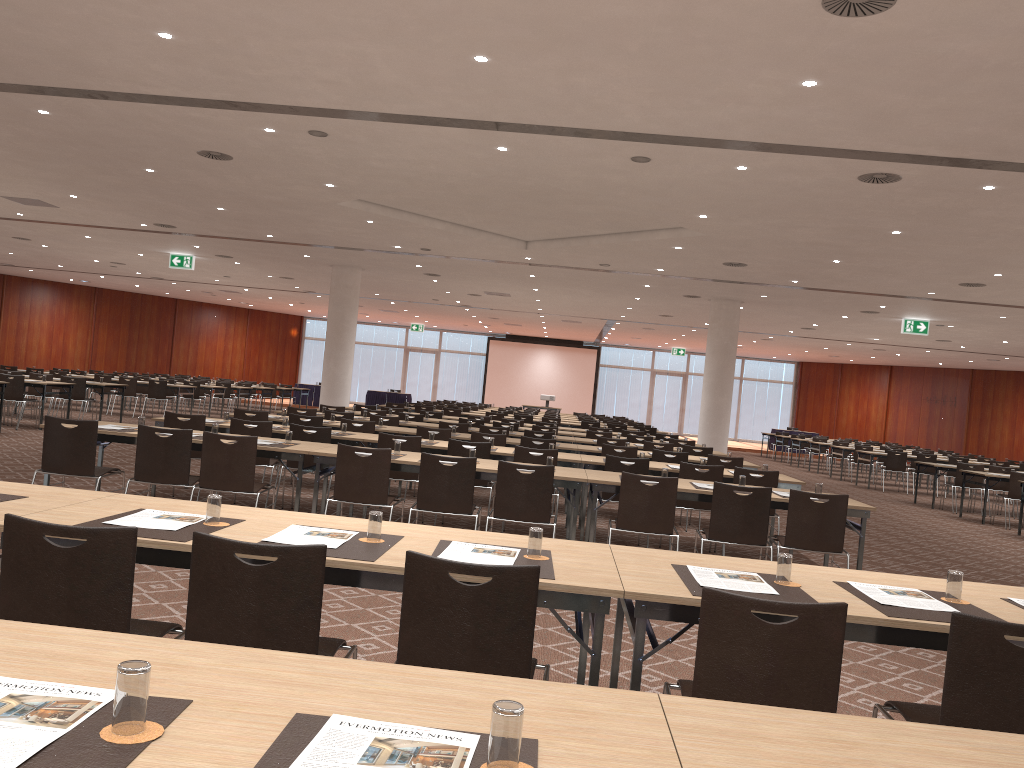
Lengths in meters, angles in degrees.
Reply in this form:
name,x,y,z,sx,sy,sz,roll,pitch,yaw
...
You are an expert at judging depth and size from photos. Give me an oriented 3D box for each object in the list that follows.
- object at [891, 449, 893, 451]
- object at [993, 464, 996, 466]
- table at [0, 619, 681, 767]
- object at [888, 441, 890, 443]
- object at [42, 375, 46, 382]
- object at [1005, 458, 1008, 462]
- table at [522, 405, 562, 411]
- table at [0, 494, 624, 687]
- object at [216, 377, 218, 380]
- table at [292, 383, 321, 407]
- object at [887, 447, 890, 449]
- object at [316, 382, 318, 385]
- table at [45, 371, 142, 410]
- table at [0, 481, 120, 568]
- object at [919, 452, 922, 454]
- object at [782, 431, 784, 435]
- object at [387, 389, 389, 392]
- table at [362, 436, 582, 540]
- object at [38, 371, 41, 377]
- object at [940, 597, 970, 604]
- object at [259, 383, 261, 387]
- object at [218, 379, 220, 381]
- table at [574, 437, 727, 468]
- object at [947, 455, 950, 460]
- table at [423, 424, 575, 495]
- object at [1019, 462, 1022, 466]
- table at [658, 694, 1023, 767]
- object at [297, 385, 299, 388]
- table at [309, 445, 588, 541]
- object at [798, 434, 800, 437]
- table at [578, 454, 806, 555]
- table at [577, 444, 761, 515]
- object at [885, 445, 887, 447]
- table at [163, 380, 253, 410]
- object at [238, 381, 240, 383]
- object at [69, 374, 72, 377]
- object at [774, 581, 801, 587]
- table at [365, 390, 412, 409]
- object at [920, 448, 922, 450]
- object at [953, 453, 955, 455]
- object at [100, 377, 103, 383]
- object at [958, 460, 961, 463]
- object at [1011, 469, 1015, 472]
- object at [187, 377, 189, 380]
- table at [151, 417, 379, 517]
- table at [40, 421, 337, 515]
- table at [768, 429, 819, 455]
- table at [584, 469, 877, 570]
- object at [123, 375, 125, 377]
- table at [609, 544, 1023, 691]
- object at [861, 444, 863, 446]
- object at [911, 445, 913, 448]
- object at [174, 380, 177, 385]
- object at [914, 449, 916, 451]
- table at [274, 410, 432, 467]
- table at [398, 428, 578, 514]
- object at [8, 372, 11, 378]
name,x,y,z,sx,sy,sz,roll,pitch,yaw
object,8.815,1.571,20.588,0.054,0.114,0.054,5,0,-31
object,9.272,1.590,17.054,0.054,0.114,0.054,5,0,-8
table,-0.864,1.000,1.588,2.267,0.833,0.953,5,0,3
object,12.908,2.027,30.379,0.054,0.114,0.054,5,0,-31
object,-8.450,-0.099,16.024,0.054,0.114,0.054,5,0,-8
object,12.482,1.931,22.382,0.054,0.114,0.054,5,0,37
table,1.125,1.293,34.311,1.539,0.832,0.953,5,0,3
table,-0.755,1.025,3.585,2.267,0.833,0.953,5,0,3
object,-10.522,-0.187,31.656,0.054,0.114,0.054,5,0,-31
table,-7.650,0.464,34.776,1.712,0.832,1.042,5,0,3
object,9.573,1.657,22.554,0.054,0.114,0.054,5,0,-31
object,-7.673,-0.023,34.866,0.054,0.114,0.054,5,0,14
table,-11.156,0.177,23.729,2.267,0.833,0.953,5,0,3
table,-3.011,0.811,3.709,2.267,0.833,0.953,5,0,3
object,9.459,1.632,20.550,0.054,0.114,0.054,5,0,-31
object,9.358,1.692,30.577,0.054,0.114,0.054,5,0,-8
object,-4.846,0.244,34.711,0.054,0.114,0.054,5,0,14
table,-0.425,1.098,9.620,2.267,0.833,0.953,5,0,3
object,-9.646,-0.198,18.098,0.054,0.114,0.054,5,0,-8
object,1.708,0.836,3.417,0.102,0.001,0.102,6,0,-31
object,-7.826,0.040,27.509,0.054,0.114,0.054,5,0,-8
object,-9.126,-0.083,27.582,0.054,0.114,0.054,5,0,-8
table,2.050,1.359,13.490,2.267,0.833,0.953,5,0,3
object,10.107,1.693,20.526,0.054,0.114,0.054,5,0,-31
table,-0.206,1.146,13.614,2.267,0.833,0.953,5,0,3
object,11.721,1.846,20.435,0.054,0.114,0.054,5,0,37
table,1.392,1.214,1.465,2.267,0.833,0.953,5,0,3
object,-7.614,0.088,31.505,0.054,0.114,0.054,5,0,-8
table,-0.534,1.073,7.623,2.267,0.833,0.953,5,0,3
object,9.251,1.668,28.578,0.054,0.114,0.054,5,0,-8
table,1.831,1.311,9.496,2.267,0.833,0.953,5,0,3
table,1.941,1.335,11.493,2.267,0.833,0.953,5,0,3
object,10.334,1.742,24.508,0.054,0.114,0.054,5,0,-8
table,-8.790,0.415,25.602,2.267,0.833,0.953,5,0,3
object,-8.480,-0.022,27.536,0.054,0.114,0.054,5,0,-8
object,-9.002,-0.137,18.060,0.054,0.114,0.054,5,0,-8
object,1.070,0.775,3.444,0.102,0.001,0.102,6,0,-31
table,-4.823,0.731,34.621,1.712,0.832,1.042,5,0,3
object,11.285,1.832,24.456,0.054,0.114,0.054,5,0,-31
object,11.189,1.809,22.469,0.054,0.114,0.054,5,0,37
object,-8.342,-0.075,18.021,0.054,0.114,0.054,5,0,-8
object,8.633,1.530,17.101,0.054,0.114,0.054,5,0,-8
object,8.521,1.505,15.090,0.054,0.114,0.054,5,0,-8
object,-10.089,-0.174,27.630,0.054,0.114,0.054,5,0,-31
table,-2.681,0.884,9.744,2.267,0.833,0.953,5,0,3
table,-2.791,0.860,7.747,2.267,0.833,0.953,5,0,3
table,10.754,2.203,33.766,1.712,0.832,1.042,5,0,3
table,1.722,1.287,7.499,2.267,0.833,0.953,5,0,3
object,-9.448,-0.155,21.599,0.054,0.114,0.054,5,0,-31
table,1.501,1.238,3.462,2.267,0.833,0.953,5,0,3
object,8.918,1.595,22.586,0.054,0.114,0.054,5,0,-31
object,12.801,2.003,28.380,0.054,0.114,0.054,5,0,-31
object,-8.168,-0.034,21.514,0.054,0.114,0.054,5,0,-31
object,10.220,1.718,22.516,0.054,0.114,0.054,5,0,-31
table,-2.463,0.933,13.738,2.267,0.833,0.953,5,0,3
table,-0.316,1.122,11.617,2.267,0.833,0.953,5,0,3
object,-9.110,-0.161,16.066,0.054,0.114,0.054,5,0,-8
